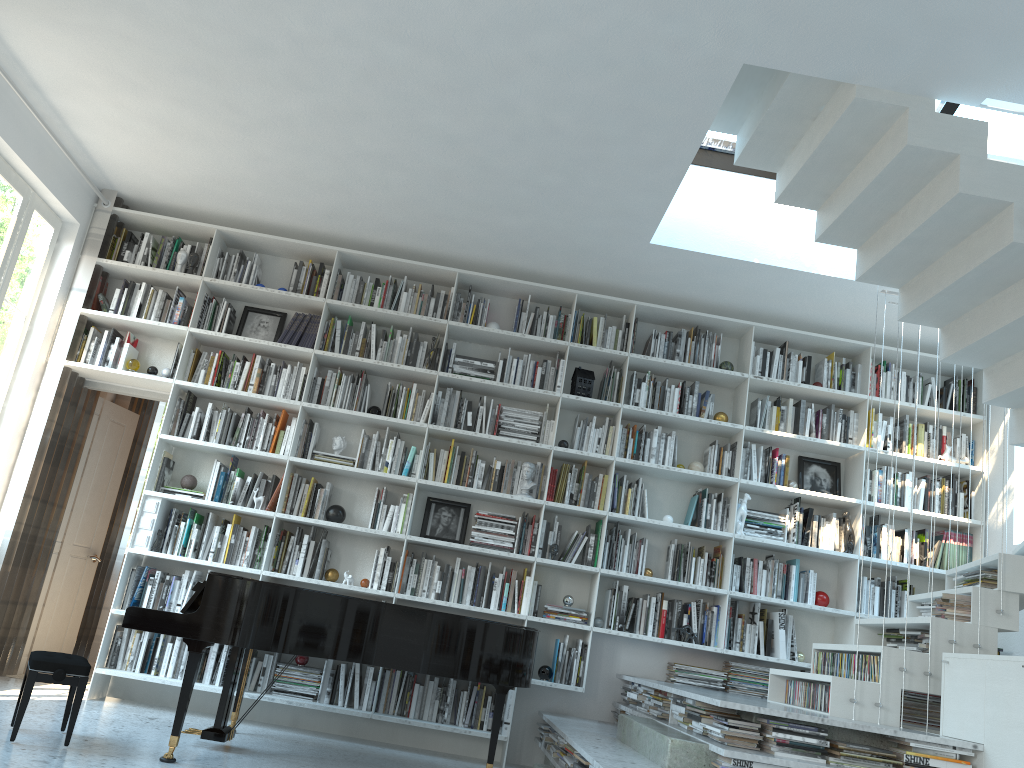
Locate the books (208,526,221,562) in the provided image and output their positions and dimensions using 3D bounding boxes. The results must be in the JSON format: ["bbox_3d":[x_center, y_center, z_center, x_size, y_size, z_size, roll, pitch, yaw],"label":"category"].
[{"bbox_3d":[-1.910,1.043,5.743,0.027,0.229,0.159,10,-15,-1],"label":"books"}]

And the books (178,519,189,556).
[{"bbox_3d":[-2.099,1.003,5.739,0.014,0.242,0.171,10,-15,-1],"label":"books"}]

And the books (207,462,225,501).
[{"bbox_3d":[-1.949,0.658,5.844,0.024,0.272,0.151,10,-15,-1],"label":"books"}]

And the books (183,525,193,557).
[{"bbox_3d":[-2.079,1.027,5.753,0.016,0.210,0.146,10,-15,-1],"label":"books"}]

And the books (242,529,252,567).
[{"bbox_3d":[-1.701,1.074,5.758,0.010,0.245,0.160,10,-15,-1],"label":"books"}]

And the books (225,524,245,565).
[{"bbox_3d":[-1.793,1.046,5.740,0.028,0.260,0.181,10,-15,-1],"label":"books"}]

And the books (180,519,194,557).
[{"bbox_3d":[-2.087,1.001,5.726,0.009,0.244,0.185,10,-16,-1],"label":"books"}]

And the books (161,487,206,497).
[{"bbox_3d":[-2.136,0.718,5.817,0.285,0.012,0.160,9,-16,2],"label":"books"}]

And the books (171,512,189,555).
[{"bbox_3d":[-2.142,0.977,5.742,0.008,0.279,0.165,10,-15,-1],"label":"books"}]

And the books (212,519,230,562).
[{"bbox_3d":[-1.885,1.022,5.749,0.014,0.281,0.150,10,-15,-1],"label":"books"}]

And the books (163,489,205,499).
[{"bbox_3d":[-2.138,0.730,5.817,0.254,0.012,0.161,11,-16,-4],"label":"books"}]

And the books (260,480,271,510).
[{"bbox_3d":[-1.610,0.750,5.846,0.027,0.209,0.144,10,-15,-1],"label":"books"}]

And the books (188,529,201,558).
[{"bbox_3d":[-2.032,1.038,5.722,0.016,0.188,0.184,10,-16,-1],"label":"books"}]

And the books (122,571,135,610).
[{"bbox_3d":[-2.403,1.316,5.634,0.029,0.238,0.155,10,-15,-1],"label":"books"}]

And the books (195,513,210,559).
[{"bbox_3d":[-1.981,0.993,5.738,0.019,0.299,0.180,10,-15,-1],"label":"books"}]

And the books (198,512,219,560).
[{"bbox_3d":[-1.967,0.996,5.750,0.012,0.305,0.190,10,-15,-1],"label":"books"}]

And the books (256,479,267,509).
[{"bbox_3d":[-1.638,0.743,5.835,0.030,0.207,0.173,10,-16,-1],"label":"books"}]

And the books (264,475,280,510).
[{"bbox_3d":[-1.584,0.735,5.855,0.021,0.250,0.154,10,-15,-1],"label":"books"}]

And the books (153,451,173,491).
[{"bbox_3d":[-2.301,0.593,5.848,0.012,0.284,0.160,10,-15,-1],"label":"books"}]

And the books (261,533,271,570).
[{"bbox_3d":[-1.581,1.095,5.749,0.010,0.239,0.175,10,-16,-1],"label":"books"}]

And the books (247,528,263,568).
[{"bbox_3d":[-1.668,1.074,5.762,0.013,0.259,0.143,10,-15,-1],"label":"books"}]

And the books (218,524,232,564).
[{"bbox_3d":[-1.839,1.044,5.748,0.026,0.253,0.177,10,-15,-1],"label":"books"}]

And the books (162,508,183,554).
[{"bbox_3d":[-2.199,0.962,5.749,0.014,0.293,0.172,10,-15,-1],"label":"books"}]

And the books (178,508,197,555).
[{"bbox_3d":[-2.103,0.968,5.750,0.006,0.314,0.146,10,-15,-1],"label":"books"}]

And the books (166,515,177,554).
[{"bbox_3d":[-2.185,0.985,5.752,0.022,0.256,0.142,10,-15,-1],"label":"books"}]

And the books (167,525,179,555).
[{"bbox_3d":[-2.161,1.013,5.710,0.019,0.188,0.194,10,-16,-1],"label":"books"}]

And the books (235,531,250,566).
[{"bbox_3d":[-1.743,1.076,5.756,0.025,0.228,0.153,10,-15,-1],"label":"books"}]

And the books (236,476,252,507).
[{"bbox_3d":[-1.754,0.725,5.854,0.056,0.213,0.143,10,-15,-1],"label":"books"}]

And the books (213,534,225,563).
[{"bbox_3d":[-1.871,1.071,5.728,0.029,0.181,0.190,10,-16,-1],"label":"books"}]

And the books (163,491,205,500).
[{"bbox_3d":[-2.140,0.743,5.817,0.254,0.012,0.161,10,-16,0],"label":"books"}]

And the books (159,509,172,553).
[{"bbox_3d":[-2.228,0.964,5.755,0.008,0.284,0.160,10,-15,-1],"label":"books"}]

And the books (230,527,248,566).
[{"bbox_3d":[-1.767,1.058,5.744,0.028,0.248,0.159,10,-15,-1],"label":"books"}]

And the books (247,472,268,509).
[{"bbox_3d":[-1.679,0.714,5.847,0.060,0.254,0.159,10,-15,-1],"label":"books"}]

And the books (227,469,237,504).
[{"bbox_3d":[-1.829,0.694,5.854,0.022,0.248,0.129,10,-15,-1],"label":"books"}]

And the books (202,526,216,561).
[{"bbox_3d":[-1.946,1.042,5.759,0.045,0.229,0.138,10,-15,-1],"label":"books"}]

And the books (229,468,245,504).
[{"bbox_3d":[-1.811,0.692,5.837,0.011,0.249,0.172,10,-15,-1],"label":"books"}]

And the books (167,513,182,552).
[{"bbox_3d":[-2.168,0.979,5.735,0.007,0.263,0.177,10,-15,-1],"label":"books"}]

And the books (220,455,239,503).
[{"bbox_3d":[-1.868,0.645,5.865,0.011,0.335,0.154,10,-15,-1],"label":"books"}]

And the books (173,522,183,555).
[{"bbox_3d":[-2.136,1.010,5.740,0.015,0.217,0.177,10,-16,-1],"label":"books"}]

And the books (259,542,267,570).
[{"bbox_3d":[-1.603,1.125,5.767,0.023,0.186,0.130,10,-15,-1],"label":"books"}]

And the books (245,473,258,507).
[{"bbox_3d":[-1.718,0.718,5.858,0.013,0.241,0.141,10,-15,-1],"label":"books"}]

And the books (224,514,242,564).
[{"bbox_3d":[-1.813,1.015,5.756,0.021,0.322,0.172,10,-15,-1],"label":"books"}]

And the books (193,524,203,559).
[{"bbox_3d":[-2.015,1.030,5.761,0.016,0.230,0.136,10,-15,-1],"label":"books"}]

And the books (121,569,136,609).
[{"bbox_3d":[-2.423,1.309,5.649,0.012,0.253,0.161,10,-15,-1],"label":"books"}]

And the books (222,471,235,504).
[{"bbox_3d":[-1.857,0.700,5.858,0.030,0.231,0.148,10,-15,-1],"label":"books"}]

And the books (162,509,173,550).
[{"bbox_3d":[-2.215,0.963,5.755,0.016,0.288,0.153,10,-15,-1],"label":"books"}]

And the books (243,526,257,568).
[{"bbox_3d":[-1.683,1.063,5.744,0.021,0.264,0.186,10,-15,-1],"label":"books"}]

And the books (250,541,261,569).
[{"bbox_3d":[-1.648,1.116,5.752,0.041,0.181,0.142,10,-16,-1],"label":"books"}]

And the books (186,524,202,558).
[{"bbox_3d":[-2.046,1.022,5.729,0.015,0.218,0.190,10,-16,-1],"label":"books"}]

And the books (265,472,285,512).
[{"bbox_3d":[-1.528,0.721,5.821,0.082,0.275,0.229,10,-16,-1],"label":"books"}]

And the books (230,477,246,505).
[{"bbox_3d":[-1.796,0.720,5.818,0.029,0.189,0.189,10,-16,-1],"label":"books"}]

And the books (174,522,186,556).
[{"bbox_3d":[-2.121,1.010,5.728,0.015,0.216,0.180,10,-16,-1],"label":"books"}]

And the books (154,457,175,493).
[{"bbox_3d":[-2.284,0.614,5.833,0.028,0.242,0.157,10,-15,-1],"label":"books"}]

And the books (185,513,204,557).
[{"bbox_3d":[-2.051,0.987,5.732,0.007,0.285,0.182,10,-15,-1],"label":"books"}]

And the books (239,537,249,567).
[{"bbox_3d":[-1.723,1.097,5.755,0.023,0.193,0.140,10,-16,-1],"label":"books"}]

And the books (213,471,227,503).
[{"bbox_3d":[-1.896,0.693,5.816,0.029,0.207,0.190,10,-16,-1],"label":"books"}]

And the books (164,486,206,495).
[{"bbox_3d":[-2.134,0.708,5.827,0.254,0.012,0.161,10,-16,0],"label":"books"}]

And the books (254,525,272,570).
[{"bbox_3d":[-1.611,1.066,5.748,0.014,0.285,0.180,10,-15,-1],"label":"books"}]

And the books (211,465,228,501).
[{"bbox_3d":[-1.924,0.673,5.849,0.031,0.254,0.143,10,-15,-1],"label":"books"}]
